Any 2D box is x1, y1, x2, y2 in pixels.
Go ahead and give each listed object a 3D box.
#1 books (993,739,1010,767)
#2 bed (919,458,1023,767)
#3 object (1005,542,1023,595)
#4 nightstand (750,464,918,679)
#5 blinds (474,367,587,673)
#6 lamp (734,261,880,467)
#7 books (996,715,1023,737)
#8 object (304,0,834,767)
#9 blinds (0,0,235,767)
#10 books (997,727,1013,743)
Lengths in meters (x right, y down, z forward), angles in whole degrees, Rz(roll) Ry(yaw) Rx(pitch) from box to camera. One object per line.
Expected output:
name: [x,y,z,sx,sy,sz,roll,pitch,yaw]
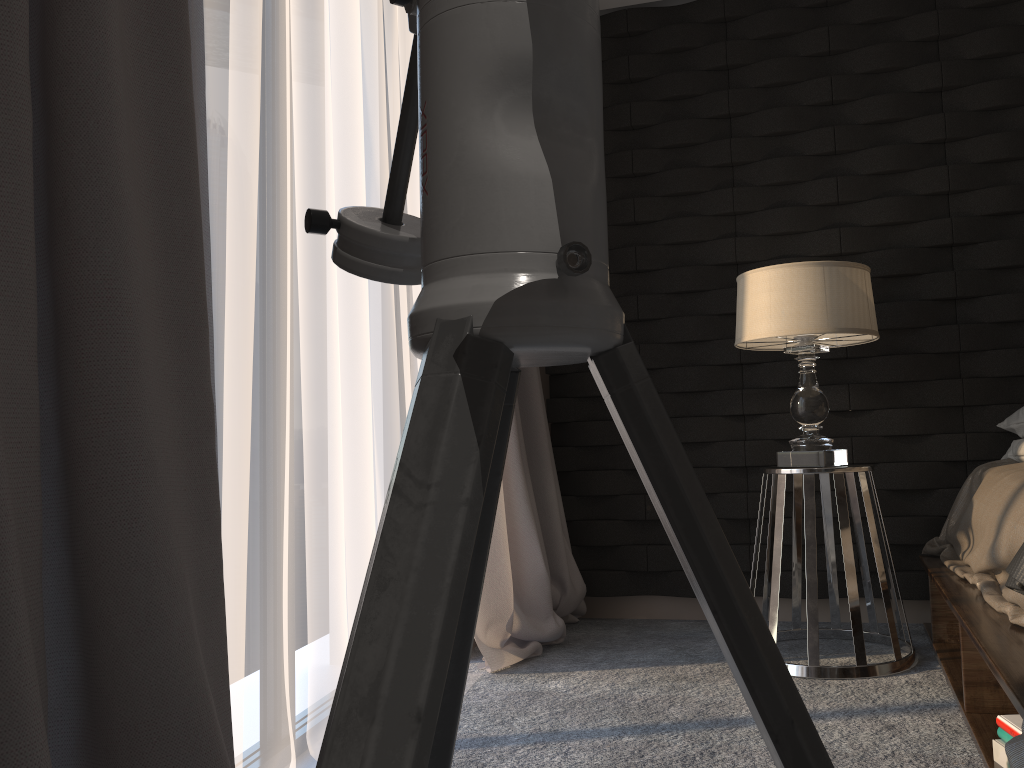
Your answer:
books: [1.073,0.739,1.684,0.193,0.043,0.248,-2,-4,2]
bed: [2.088,0.445,1.815,2.222,0.624,2.364,-3,-5,18]
object: [1.919,0.240,1.392,1.994,0.322,0.636,-3,-5,15]
nightstand: [0.996,0.568,2.829,0.525,0.604,0.576,-4,-5,30]
blinds: [0.023,-0.395,3.182,0.335,2.642,1.016,-2,-5,11]
lamp: [0.969,-0.047,2.886,0.491,0.631,0.440,2,-6,-40]
books: [1.071,0.684,1.691,0.174,0.023,0.251,-2,-4,5]
object: [0.053,0.013,0.376,0.587,1.406,0.627,-2,-5,10]
blinds: [-0.449,-0.557,0.737,0.351,2.643,1.068,-2,-5,12]
books: [1.072,0.707,1.689,0.174,0.023,0.251,-2,-4,5]
